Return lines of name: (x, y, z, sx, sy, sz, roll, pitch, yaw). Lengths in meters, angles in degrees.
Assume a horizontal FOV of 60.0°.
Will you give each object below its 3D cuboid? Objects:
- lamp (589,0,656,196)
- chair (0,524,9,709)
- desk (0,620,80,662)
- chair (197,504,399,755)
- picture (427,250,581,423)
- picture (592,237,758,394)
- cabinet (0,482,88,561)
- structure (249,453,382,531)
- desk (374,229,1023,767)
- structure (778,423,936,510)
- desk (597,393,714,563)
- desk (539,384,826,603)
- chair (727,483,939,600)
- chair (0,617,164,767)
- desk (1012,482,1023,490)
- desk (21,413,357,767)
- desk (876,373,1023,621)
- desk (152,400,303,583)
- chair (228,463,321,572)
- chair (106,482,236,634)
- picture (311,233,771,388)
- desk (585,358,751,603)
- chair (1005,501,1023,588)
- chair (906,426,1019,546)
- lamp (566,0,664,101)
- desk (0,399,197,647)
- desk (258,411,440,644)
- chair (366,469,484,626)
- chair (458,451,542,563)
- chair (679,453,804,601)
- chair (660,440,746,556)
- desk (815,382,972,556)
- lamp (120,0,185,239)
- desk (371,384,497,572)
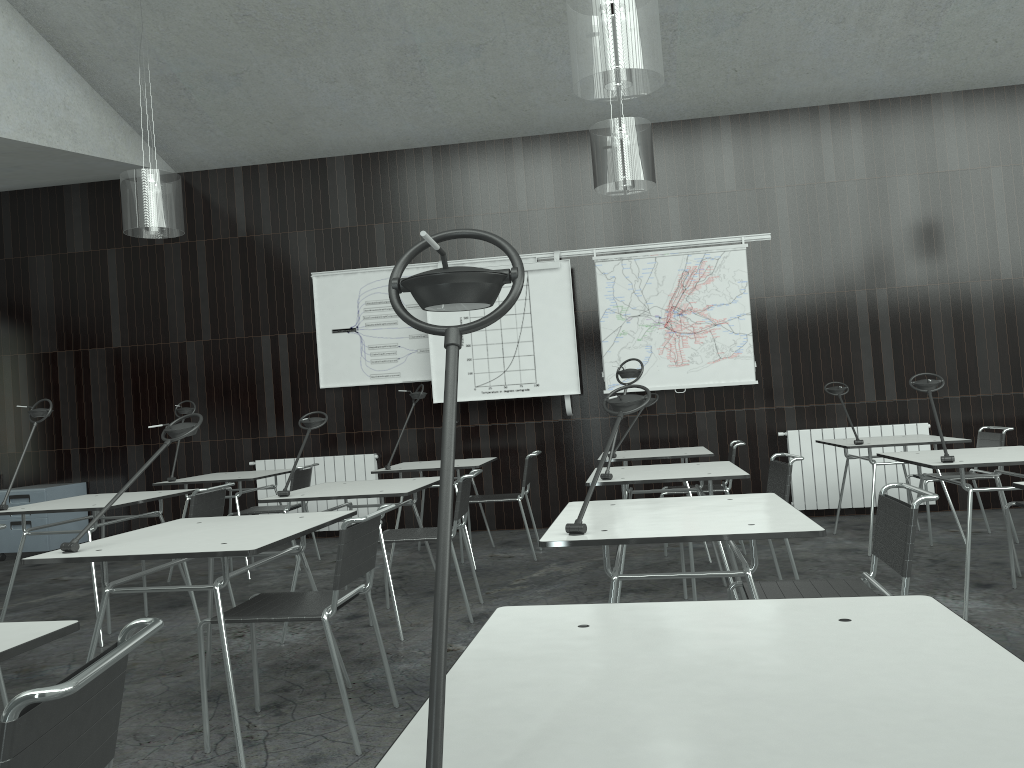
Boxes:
lamp: (0.600, -2.150, 5.207, 0.359, 1.761, 0.350, -4, -2, 8)
chair: (-2.053, 0.946, 2.988, 0.555, 0.765, 0.428, -4, -2, 7)
desk: (-1.180, 0.636, 1.217, 0.700, 1.153, 0.900, -4, -2, 8)
chair: (-0.660, 0.846, 2.848, 0.555, 0.765, 0.428, -4, -2, 8)
picture: (-0.072, -0.432, 7.204, 1.191, 1.508, 0.254, -4, -2, 8)
picture: (1.290, -0.590, 7.052, 1.211, 1.342, 0.163, -4, -2, 8)
cabinet: (-3.995, 1.294, 7.561, 0.502, 0.648, 0.598, -4, -2, 7)
structure: (-1.660, 1.031, 7.488, 1.129, 0.688, 0.079, -4, -2, 8)
desk: (0.252, 0.447, 1.019, 0.700, 1.321, 0.900, -4, -2, 9)
structure: (2.670, 0.713, 6.876, 1.129, 0.688, 0.079, -4, -2, 8)
desk: (0.936, 0.642, 5.784, 0.700, 1.153, 0.900, -4, -2, 8)
desk: (0.487, 0.568, 2.613, 0.700, 1.153, 0.900, -4, -2, 9)
chair: (0.914, 0.728, 2.544, 0.555, 0.765, 0.428, -4, -2, 10)
chair: (-0.781, 0.800, 1.189, 0.555, 0.765, 0.428, -4, -2, -4)
desk: (1.907, 0.379, 2.389, 0.700, 1.321, 0.900, -4, -2, 8)
desk: (-0.969, 0.676, 2.883, 0.700, 1.153, 0.900, -4, -2, 8)
desk: (2.151, 0.501, 4.037, 0.700, 1.153, 0.900, -4, -2, 8)
desk: (-1.950, 0.769, 6.194, 0.700, 1.321, 0.900, -4, -2, 8)
chair: (-1.635, 1.022, 6.160, 0.555, 0.765, 0.428, -4, -2, 6)
chair: (-1.732, 0.976, 4.552, 0.555, 0.765, 0.428, -4, -2, 6)
picture: (0.204, -0.644, 7.278, 3.818, 1.102, 0.050, -4, -2, 8)
desk: (0.730, 0.520, 4.234, 0.700, 1.321, 0.900, -4, -2, 8)
chair: (2.579, 0.661, 3.972, 0.555, 0.765, 0.428, -4, -2, 8)
chair: (2.816, 0.697, 5.558, 0.555, 0.765, 0.428, -4, -2, 7)
lamp: (0.342, -2.461, 3.545, 0.359, 2.307, 0.350, -4, -2, 8)
desk: (-2.166, 0.732, 4.619, 0.700, 1.321, 0.900, -4, -2, 8)
desk: (-0.735, 0.710, 4.391, 0.700, 1.153, 0.900, -4, -2, 8)
chair: (-0.412, 0.880, 4.383, 0.555, 0.765, 0.428, -4, -2, 5)
chair: (-0.064, 0.909, 5.982, 0.555, 0.765, 0.428, -4, -2, 7)
chair: (1.087, 0.771, 4.190, 0.555, 0.765, 0.428, -4, -2, 4)
chair: (1.244, 0.811, 5.749, 0.555, 0.765, 0.428, -4, -2, 11)
desk: (2.387, 0.536, 5.615, 0.700, 1.153, 0.900, -4, -2, 7)
lamp: (-2.315, -1.936, 5.619, 0.359, 1.761, 0.350, -4, -2, 8)
desk: (-0.499, 0.664, 6.039, 0.700, 1.321, 0.900, -4, -2, 7)
